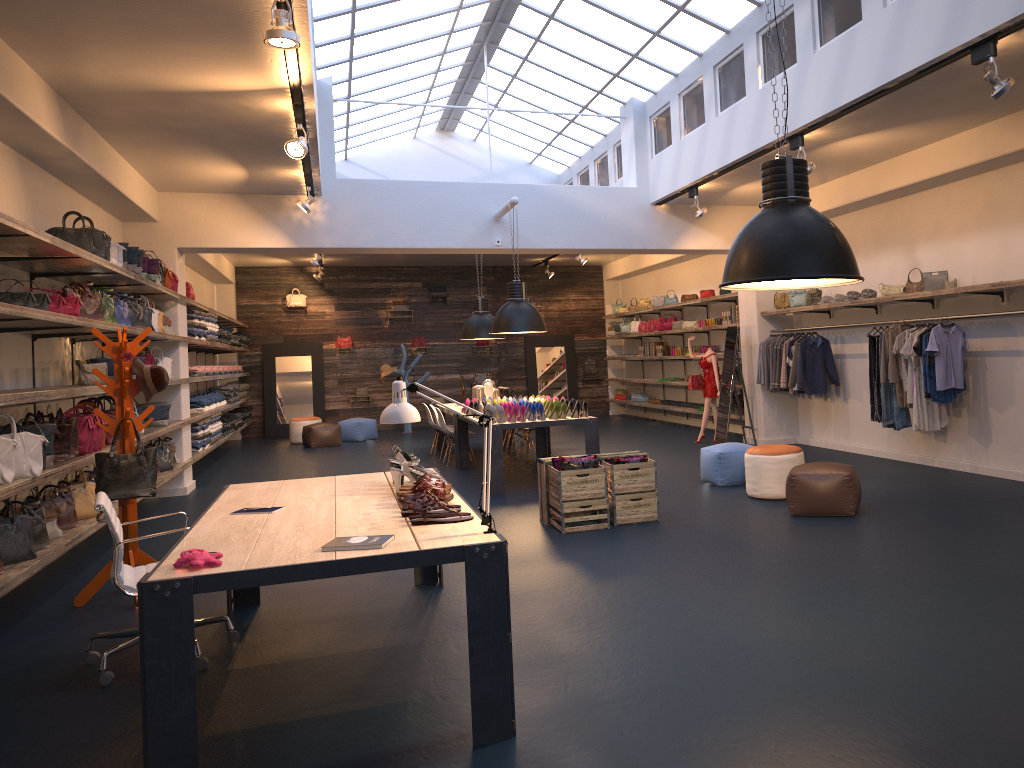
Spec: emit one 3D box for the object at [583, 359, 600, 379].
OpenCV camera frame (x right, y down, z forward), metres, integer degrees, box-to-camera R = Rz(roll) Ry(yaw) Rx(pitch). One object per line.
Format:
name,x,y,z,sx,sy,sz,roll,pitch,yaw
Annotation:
object,1.833,-0.356,20.181,0.377,0.461,0.222,-2,-1,-17

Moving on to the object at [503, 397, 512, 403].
object,-0.074,0.261,11.310,0.211,0.196,0.230,-2,0,-15

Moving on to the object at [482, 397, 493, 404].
object,-0.341,0.266,11.503,0.211,0.196,0.230,-2,0,-15

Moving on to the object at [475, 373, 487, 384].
object,-0.686,-0.120,19.271,0.278,0.230,0.078,-2,-1,-2

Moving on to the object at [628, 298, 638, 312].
object,2.607,-1.693,18.571,0.112,0.300,0.268,-1,-1,-44

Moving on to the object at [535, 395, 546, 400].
object,0.363,0.239,11.452,0.211,0.196,0.230,-2,0,-15

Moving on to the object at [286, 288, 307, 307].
object,-4.471,-1.791,18.014,0.458,0.386,0.178,-2,-1,-29

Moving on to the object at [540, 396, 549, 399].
object,0.400,0.245,11.209,0.211,0.196,0.230,-2,0,-15

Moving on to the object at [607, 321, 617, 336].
object,2.350,-1.280,19.949,0.329,0.335,0.176,-2,-1,28

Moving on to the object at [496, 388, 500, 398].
object,-0.257,0.197,12.084,0.187,0.290,0.161,-2,-1,-27

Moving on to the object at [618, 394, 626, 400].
object,2.514,0.293,19.713,0.210,0.118,0.094,-2,0,17

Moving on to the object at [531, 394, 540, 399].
object,0.307,0.234,11.704,0.211,0.196,0.230,-2,0,-15

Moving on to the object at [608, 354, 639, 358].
object,2.570,-0.632,19.409,0.504,0.060,1.448,-3,2,-12

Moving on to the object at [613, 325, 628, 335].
object,2.462,-1.217,19.441,0.393,0.232,0.188,-2,0,22

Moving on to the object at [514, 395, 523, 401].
object,0.065,0.245,11.655,0.211,0.196,0.230,-2,0,-15

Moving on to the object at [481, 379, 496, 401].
object,-0.318,0.143,11.886,0.216,0.413,0.187,-2,-1,-27

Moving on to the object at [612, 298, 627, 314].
object,2.420,-1.750,19.611,0.343,0.367,0.188,-2,-1,27

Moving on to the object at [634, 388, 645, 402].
object,2.743,0.236,18.583,0.262,0.283,0.101,-2,-1,18

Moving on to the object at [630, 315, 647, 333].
object,2.687,-1.272,18.432,0.391,0.386,0.208,-2,-1,37

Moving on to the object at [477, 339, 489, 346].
object,-0.653,-0.964,19.326,0.262,0.244,0.205,-2,0,-20

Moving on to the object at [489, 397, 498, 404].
object,-0.275,0.271,11.239,0.215,0.196,0.226,-2,0,-23

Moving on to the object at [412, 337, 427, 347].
object,-1.998,-0.912,18.830,0.344,0.255,0.128,-3,-1,-30

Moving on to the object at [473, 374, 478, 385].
object,-0.580,0.068,13.821,0.130,0.469,0.149,-3,-2,28

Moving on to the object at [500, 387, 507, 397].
object,-0.094,0.185,12.314,0.162,0.286,0.146,-2,-1,-16

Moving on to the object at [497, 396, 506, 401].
object,-0.138,0.256,11.563,0.208,0.196,0.234,-2,0,-9

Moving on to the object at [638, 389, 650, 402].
object,2.789,0.240,18.394,0.262,0.283,0.101,-2,-1,18

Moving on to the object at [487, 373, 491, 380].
object,-0.357,0.056,13.902,0.151,0.469,0.128,-1,-2,-39

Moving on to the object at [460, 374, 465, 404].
object,-0.789,0.078,13.749,0.142,0.469,0.136,-2,-1,-4

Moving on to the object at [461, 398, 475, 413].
object,-0.560,0.278,11.419,0.214,0.196,0.227,-2,0,-21

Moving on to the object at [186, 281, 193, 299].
object,-4.147,-1.153,10.770,0.336,0.245,0.134,-2,-1,-20

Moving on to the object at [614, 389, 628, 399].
object,2.526,0.224,20.134,0.353,0.234,0.208,-2,0,16

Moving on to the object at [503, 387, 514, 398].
object,-0.044,0.191,12.072,0.162,0.286,0.146,-2,-1,-16

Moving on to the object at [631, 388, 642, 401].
object,2.699,0.232,18.773,0.267,0.283,0.099,-2,-1,12

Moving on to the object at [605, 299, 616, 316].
object,2.358,-1.773,20.081,0.419,0.386,0.195,-2,-1,6

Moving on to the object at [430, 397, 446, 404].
object,-1.585,0.354,18.892,0.395,0.174,0.211,-3,1,-39

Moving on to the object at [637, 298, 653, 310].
object,2.715,-1.644,17.801,0.341,0.234,0.215,-2,0,34

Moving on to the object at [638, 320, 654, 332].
object,2.749,-1.184,17.824,0.312,0.254,0.148,-2,-1,34

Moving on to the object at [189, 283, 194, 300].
object,-4.167,-1.155,10.861,0.334,0.245,0.135,-2,-1,-17

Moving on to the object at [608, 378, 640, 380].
object,2.540,-0.117,19.241,0.369,0.024,1.784,-3,2,-12

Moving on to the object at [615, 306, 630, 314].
object,2.448,-1.642,19.324,0.335,0.174,0.249,-1,1,37

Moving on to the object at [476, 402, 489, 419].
object,-0.321,0.306,10.143,0.207,0.196,0.236,-2,0,-6

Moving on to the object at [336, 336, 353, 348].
object,-3.533,-0.882,18.312,0.346,0.254,0.134,-2,-1,-7

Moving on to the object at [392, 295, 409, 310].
object,-2.409,-1.753,18.735,0.361,0.335,0.160,-2,-1,-7

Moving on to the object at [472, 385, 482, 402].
object,-0.464,0.181,12.102,0.185,0.336,0.186,-2,-1,3

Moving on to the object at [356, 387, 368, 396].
object,-3.175,0.164,18.373,0.292,0.176,0.095,-3,0,-38

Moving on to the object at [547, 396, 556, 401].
object,0.501,0.249,10.959,0.208,0.196,0.235,-2,0,-8

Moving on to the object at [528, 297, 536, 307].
object,0.386,-1.788,19.706,0.396,0.367,0.163,-2,-1,-30

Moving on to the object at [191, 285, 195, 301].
object,-4.183,-1.158,10.959,0.339,0.245,0.133,-2,-1,-23

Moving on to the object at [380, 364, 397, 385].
object,-2.531,-0.189,17.888,0.354,0.442,0.336,-2,0,-19

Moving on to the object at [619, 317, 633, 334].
object,2.510,-1.272,18.923,0.343,0.367,0.188,-2,-1,27

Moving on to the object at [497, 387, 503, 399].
object,-0.142,0.180,12.549,0.162,0.286,0.146,-2,-1,-16

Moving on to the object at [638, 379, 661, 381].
object,2.821,-0.089,17.868,0.372,0.029,0.843,-3,2,-13

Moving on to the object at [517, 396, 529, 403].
object,0.130,0.251,11.384,0.213,0.196,0.229,-2,0,-17

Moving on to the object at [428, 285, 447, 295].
object,-1.620,-2.047,19.017,0.445,0.232,0.166,-3,0,-24

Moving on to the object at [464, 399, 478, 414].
object,-0.520,0.284,11.162,0.211,0.195,0.238,-2,0,-3
